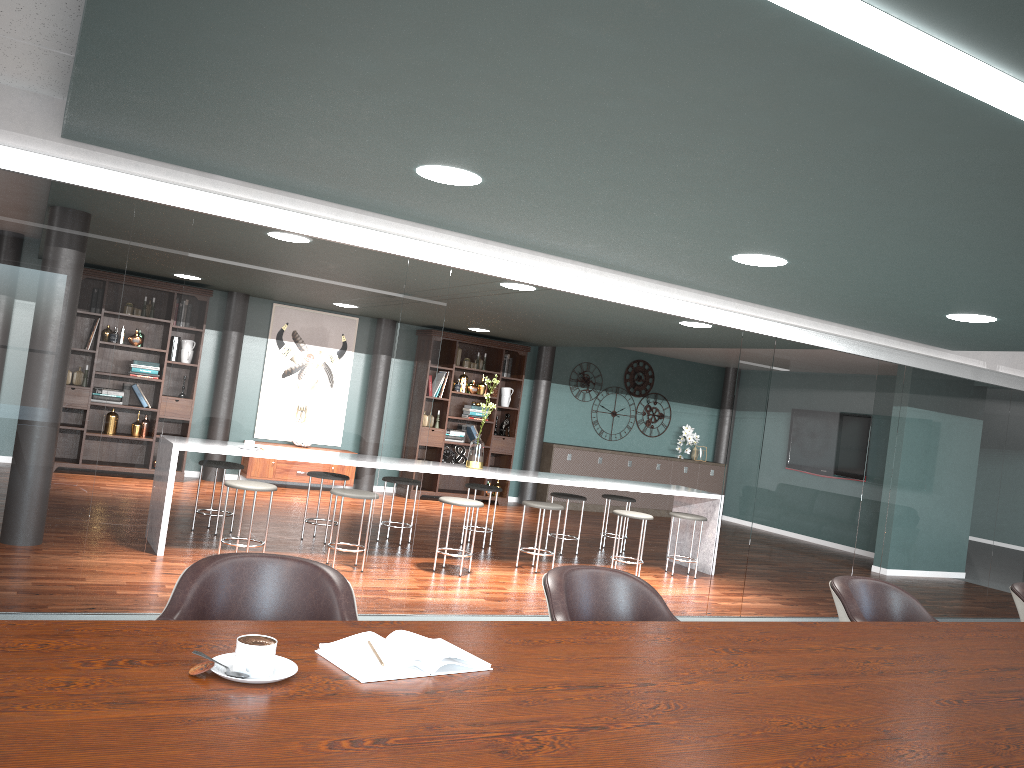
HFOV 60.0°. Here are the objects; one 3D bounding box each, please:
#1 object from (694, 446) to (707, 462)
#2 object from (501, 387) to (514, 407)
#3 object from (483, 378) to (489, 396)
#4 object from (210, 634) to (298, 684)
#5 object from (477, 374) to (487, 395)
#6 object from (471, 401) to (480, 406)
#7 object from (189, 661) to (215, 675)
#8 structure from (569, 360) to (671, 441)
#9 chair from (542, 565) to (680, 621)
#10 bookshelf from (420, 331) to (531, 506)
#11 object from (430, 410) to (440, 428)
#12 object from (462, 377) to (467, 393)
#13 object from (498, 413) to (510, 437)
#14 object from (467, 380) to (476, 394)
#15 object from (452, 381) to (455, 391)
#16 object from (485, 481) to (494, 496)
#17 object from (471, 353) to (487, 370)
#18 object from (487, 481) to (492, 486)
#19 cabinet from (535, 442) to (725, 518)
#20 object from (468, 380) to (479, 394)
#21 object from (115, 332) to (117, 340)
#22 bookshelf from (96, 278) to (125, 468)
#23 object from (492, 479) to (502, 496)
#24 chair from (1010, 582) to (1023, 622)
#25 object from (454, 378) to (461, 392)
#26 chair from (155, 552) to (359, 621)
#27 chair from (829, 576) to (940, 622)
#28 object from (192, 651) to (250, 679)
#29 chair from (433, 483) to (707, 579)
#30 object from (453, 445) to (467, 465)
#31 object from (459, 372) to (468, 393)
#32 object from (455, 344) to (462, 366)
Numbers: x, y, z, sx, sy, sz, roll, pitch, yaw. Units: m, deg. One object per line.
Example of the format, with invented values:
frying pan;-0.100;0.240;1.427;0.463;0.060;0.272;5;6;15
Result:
object;2.682;0.989;12.605;0.174;0.207;0.042;8;-2;-10
object;-0.121;0.148;11.046;0.268;0.262;0.137;7;-2;11
object;-0.337;0.033;10.934;0.092;0.222;0.092;8;-2;5
object;-0.430;0.456;1.484;0.146;0.056;0.146;8;-2;-5
object;-0.362;0.009;10.812;0.108;0.256;0.108;8;-2;5
object;-0.447;0.243;10.841;0.104;0.052;0.100;8;-2;-25
object;-0.505;0.462;1.444;0.041;0.021;0.044;9;-2;-37
structure;1.526;0.214;12.255;1.791;1.178;0.017;9;-2;-29
chair;0.284;0.937;2.481;0.535;0.761;0.518;8;-2;-23
bookshelf;-0.593;0.424;10.787;1.339;1.984;0.482;9;-2;-29
object;-0.996;0.398;10.535;0.250;0.221;0.186;9;-2;-31
object;-0.570;0.010;10.638;0.040;0.191;0.040;8;-2;-20
object;-0.097;0.500;11.024;0.116;0.286;0.215;9;-2;-33
object;-0.488;0.037;10.829;0.099;0.169;0.099;7;-2;35
object;-0.740;-0.003;10.683;0.105;0.172;0.105;9;-2;-33
object;-0.282;1.282;10.863;0.144;0.175;0.073;9;-2;-27
object;-0.424;-0.284;10.821;0.196;0.221;0.184;9;-2;-29
object;-0.306;1.285;10.990;0.099;0.169;0.099;7;-2;35
cabinet;-2.377;0.745;9.903;12.287;0.820;0.402;9;-2;-29
object;-0.463;0.033;10.702;0.144;0.175;0.073;9;-2;-27
object;-3.939;-0.485;8.785;0.080;0.161;0.079;7;-2;35
bookshelf;-3.885;-0.076;8.943;1.339;1.984;0.482;9;-2;-29
object;-0.181;1.258;10.973;0.108;0.256;0.108;8;-2;5
chair;2.255;1.236;3.575;0.523;0.761;0.533;6;-2;42
object;-0.647;0.014;10.629;0.079;0.161;0.080;8;-2;-3
chair;-0.591;0.804;1.990;0.535;0.761;0.518;8;-2;-8
chair;1.323;1.095;3.063;0.535;0.761;0.518;8;-2;-23
object;-0.484;0.467;1.464;0.155;0.012;0.034;7;-2;38
chair;-0.338;1.100;6.949;4.029;0.512;1.479;9;-2;-29
object;-0.643;0.877;10.817;0.233;0.268;0.051;9;-2;-29
object;-0.591;-0.021;10.744;0.114;0.251;0.114;8;-2;-3
object;-0.668;-0.347;10.702;0.104;0.273;0.104;8;-2;7
